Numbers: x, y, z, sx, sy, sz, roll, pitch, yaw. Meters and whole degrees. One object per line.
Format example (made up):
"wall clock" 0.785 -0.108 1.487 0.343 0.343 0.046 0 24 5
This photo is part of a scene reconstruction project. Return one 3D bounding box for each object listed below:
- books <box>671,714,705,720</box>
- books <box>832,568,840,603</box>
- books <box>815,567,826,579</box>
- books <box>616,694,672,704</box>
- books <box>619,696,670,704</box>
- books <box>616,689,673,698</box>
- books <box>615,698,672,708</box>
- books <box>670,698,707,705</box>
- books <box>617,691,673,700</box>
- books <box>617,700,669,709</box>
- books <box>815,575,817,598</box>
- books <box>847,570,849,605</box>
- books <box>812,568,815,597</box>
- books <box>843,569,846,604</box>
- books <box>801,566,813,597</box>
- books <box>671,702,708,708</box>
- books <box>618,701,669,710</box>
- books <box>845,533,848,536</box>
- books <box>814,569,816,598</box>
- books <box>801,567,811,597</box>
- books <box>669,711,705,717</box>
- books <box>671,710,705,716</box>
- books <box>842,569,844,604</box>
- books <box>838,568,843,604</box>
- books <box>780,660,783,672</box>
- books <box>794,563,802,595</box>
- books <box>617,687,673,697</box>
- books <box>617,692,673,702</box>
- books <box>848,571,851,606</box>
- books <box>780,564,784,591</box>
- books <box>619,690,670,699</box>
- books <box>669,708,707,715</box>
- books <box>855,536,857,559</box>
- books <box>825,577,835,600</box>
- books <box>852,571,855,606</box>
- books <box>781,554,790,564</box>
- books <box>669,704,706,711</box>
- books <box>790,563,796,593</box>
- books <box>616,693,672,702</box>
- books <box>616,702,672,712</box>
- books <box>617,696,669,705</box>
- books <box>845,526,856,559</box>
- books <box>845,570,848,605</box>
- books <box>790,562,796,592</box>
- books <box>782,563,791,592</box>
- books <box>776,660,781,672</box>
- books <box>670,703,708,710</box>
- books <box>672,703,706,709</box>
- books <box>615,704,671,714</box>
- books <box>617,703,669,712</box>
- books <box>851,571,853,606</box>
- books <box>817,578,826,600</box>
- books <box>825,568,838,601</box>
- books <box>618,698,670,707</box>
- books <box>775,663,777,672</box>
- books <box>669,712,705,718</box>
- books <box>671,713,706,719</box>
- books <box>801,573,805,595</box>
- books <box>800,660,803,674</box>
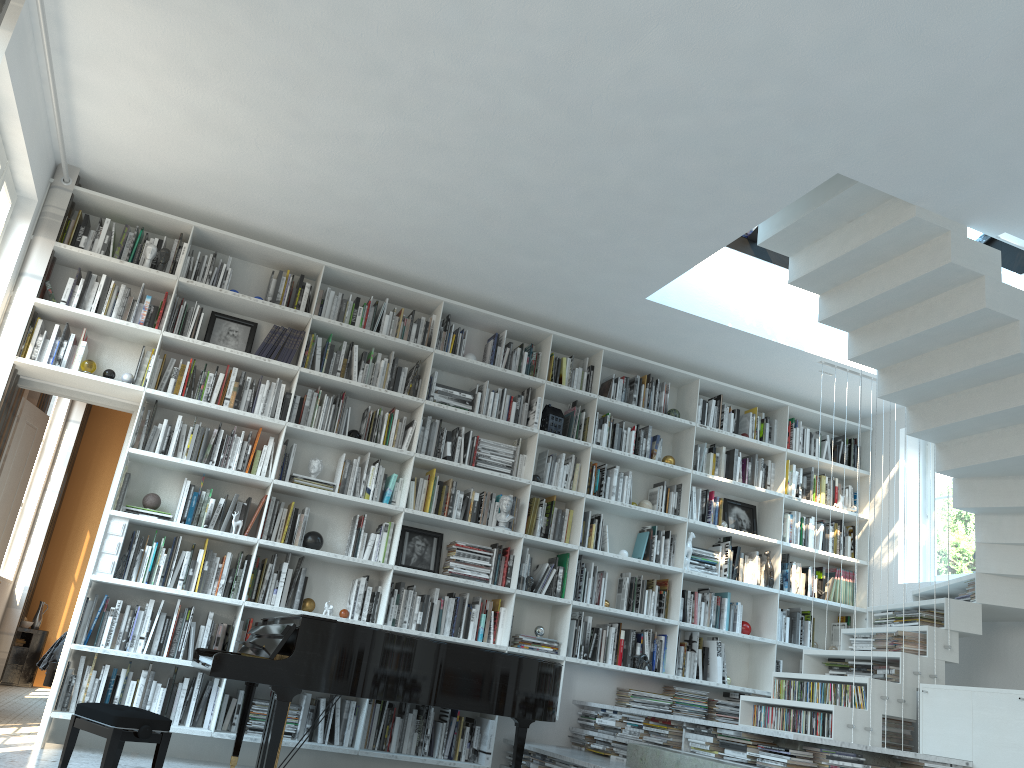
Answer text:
"books" 1.217 2.361 6.298 0.254 0.007 0.161 14 -20 -16
"books" 2.534 1.615 7.047 0.033 0.293 0.169 15 -19 -19
"books" 2.405 1.591 7.010 0.026 0.277 0.170 15 -19 -19
"books" 0.925 2.207 6.215 0.346 0.007 0.194 17 -20 -21
"books" 0.926 2.212 6.208 0.308 0.008 0.195 14 -19 -14
"books" 0.930 2.172 6.229 0.346 0.007 0.194 16 -20 -21
"books" 0.917 2.235 6.207 0.346 0.007 0.194 16 -20 -21
"books" 1.231 2.266 6.337 0.285 0.007 0.160 16 -20 -19
"books" 0.928 2.187 6.225 0.346 0.007 0.194 15 -20 -17
"books" 0.915 2.241 6.204 0.308 0.008 0.195 15 -20 -17
"books" 2.354 1.616 6.996 0.014 0.206 0.138 15 -19 -19
"books" 2.622 1.640 7.079 0.018 0.292 0.169 15 -19 -19
"books" 2.325 1.582 6.986 0.012 0.253 0.161 15 -19 -19
"books" 2.589 1.630 7.067 0.018 0.292 0.169 15 -19 -19
"books" 2.288 1.567 6.966 0.029 0.258 0.172 15 -19 -19
"books" 1.232 2.283 6.320 0.285 0.007 0.160 17 -21 -23
"books" 0.916 2.247 6.197 0.308 0.008 0.195 14 -20 -15
"books" 2.674 1.337 7.216 0.024 0.229 0.131 15 -19 -19
"books" 2.340 1.591 6.994 0.025 0.248 0.134 15 -19 -19
"books" 2.268 1.564 6.947 0.022 0.246 0.181 15 -20 -19
"books" 1.217 2.343 6.310 0.254 0.007 0.161 16 -20 -19
"books" 1.219 2.336 6.311 0.254 0.007 0.161 15 -20 -18
"books" 2.573 1.626 7.061 0.018 0.292 0.169 15 -19 -19
"books" 2.561 1.618 7.043 0.018 0.292 0.169 15 -19 -19
"books" 1.933 2.162 6.555 0.030 0.237 0.152 15 -19 -19
"books" 2.188 1.532 6.915 0.056 0.260 0.177 15 -20 -19
"books" 0.931 2.166 6.232 0.346 0.007 0.194 15 -20 -17
"books" 0.930 2.191 6.214 0.346 0.007 0.194 17 -21 -23
"books" 2.641 1.643 7.080 0.018 0.292 0.169 15 -19 -19
"books" 2.044 1.515 6.891 0.066 0.236 0.144 15 -19 -19
"books" 0.929 2.179 6.227 0.308 0.008 0.195 15 -20 -17
"books" 1.223 2.328 6.307 0.285 0.007 0.160 17 -20 -22
"books" 2.739 1.350 7.207 0.021 0.218 0.184 15 -20 -19
"books" 2.457 1.634 7.008 0.089 0.216 0.167 15 -20 -19
"books" 2.676 1.651 7.087 0.018 0.292 0.169 15 -19 -19
"books" 2.110 1.488 6.916 0.012 0.321 0.142 15 -19 -19
"books" 1.228 2.303 6.316 0.254 0.007 0.161 17 -20 -22
"books" 2.129 1.524 6.893 0.026 0.245 0.181 15 -20 -19
"books" 0.925 2.200 6.220 0.346 0.007 0.194 15 -20 -17
"books" 0.916 2.253 6.192 0.346 0.007 0.194 14 -19 -14
"books" 0.918 2.222 6.217 0.308 0.008 0.195 16 -20 -19
"books" 2.716 1.307 7.208 0.042 0.291 0.186 15 -19 -19
"books" 2.607 1.634 7.069 0.018 0.292 0.169 15 -19 -19
"books" 2.148 1.524 6.914 0.022 0.264 0.157 15 -19 -19
"books" 2.095 1.516 6.882 0.022 0.242 0.171 15 -20 -19
"books" 1.913 2.158 6.545 0.014 0.232 0.183 15 -20 -19
"books" 1.229 2.296 6.318 0.285 0.007 0.160 17 -20 -22
"books" 1.228 2.291 6.326 0.254 0.007 0.161 15 -20 -18
"books" 0.913 2.268 6.190 0.346 0.007 0.194 14 -20 -15
"books" 0.914 2.261 6.193 0.308 0.008 0.195 17 -20 -22
"books" 2.656 1.649 7.090 0.018 0.292 0.169 15 -19 -19
"books" 2.385 1.623 6.962 0.024 0.180 0.191 15 -20 -19
"books" 2.499 1.608 7.035 0.072 0.290 0.169 15 -19 -19
"books" 0.921 2.226 6.203 0.308 0.008 0.195 17 -21 -23
"books" 1.879 2.160 6.536 0.031 0.214 0.165 15 -20 -19
"books" 1.220 2.347 6.300 0.254 0.007 0.161 14 -20 -15
"books" 1.215 2.356 6.307 0.285 0.007 0.160 16 -20 -19
"books" 2.219 1.576 6.916 0.023 0.188 0.170 15 -20 -19
"books" 2.223 2.226 6.682 0.012 0.284 0.160 15 -19 -19
